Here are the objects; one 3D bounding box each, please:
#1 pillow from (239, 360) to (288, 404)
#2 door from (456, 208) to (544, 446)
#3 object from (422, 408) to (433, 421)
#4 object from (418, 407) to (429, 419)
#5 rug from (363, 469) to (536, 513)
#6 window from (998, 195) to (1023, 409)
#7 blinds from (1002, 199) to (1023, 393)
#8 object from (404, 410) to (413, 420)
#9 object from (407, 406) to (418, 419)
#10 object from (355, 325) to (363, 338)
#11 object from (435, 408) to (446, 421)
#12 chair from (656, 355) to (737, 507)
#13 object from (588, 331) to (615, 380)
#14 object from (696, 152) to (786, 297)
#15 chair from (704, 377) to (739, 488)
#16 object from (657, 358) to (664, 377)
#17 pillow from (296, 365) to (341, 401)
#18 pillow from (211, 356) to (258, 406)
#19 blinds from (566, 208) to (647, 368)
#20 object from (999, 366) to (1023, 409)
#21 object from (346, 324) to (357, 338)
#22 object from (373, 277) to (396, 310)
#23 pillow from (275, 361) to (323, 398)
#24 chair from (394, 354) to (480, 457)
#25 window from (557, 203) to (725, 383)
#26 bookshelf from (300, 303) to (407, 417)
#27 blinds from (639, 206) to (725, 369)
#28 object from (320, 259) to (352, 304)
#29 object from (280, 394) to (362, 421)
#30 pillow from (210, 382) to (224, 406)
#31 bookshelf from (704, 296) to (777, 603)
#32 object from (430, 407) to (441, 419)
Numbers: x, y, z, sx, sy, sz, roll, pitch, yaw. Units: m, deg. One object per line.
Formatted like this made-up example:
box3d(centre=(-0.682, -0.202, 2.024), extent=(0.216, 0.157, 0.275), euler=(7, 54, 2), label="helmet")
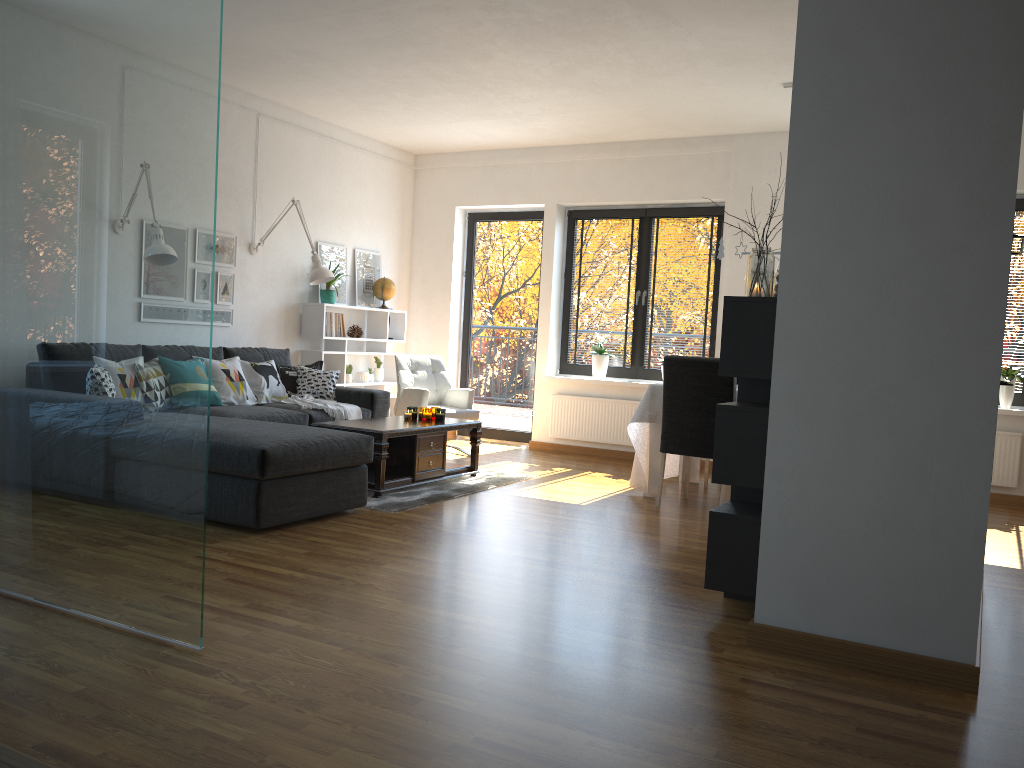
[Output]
box3d(centre=(-1.811, -0.015, 6.519), extent=(0.265, 0.318, 0.382), euler=(5, 3, 28), label="pillow")
box3d(centre=(-0.082, -0.561, 8.630), extent=(0.975, 2.277, 0.119), euler=(5, 4, 28), label="door")
box3d(centre=(-0.584, 0.209, 6.120), extent=(0.079, 0.081, 0.079), euler=(4, 3, 23), label="object")
box3d(centre=(-0.619, 0.203, 6.201), extent=(0.079, 0.081, 0.079), euler=(4, 3, 23), label="object")
box3d(centre=(-0.702, 0.661, 6.005), extent=(1.051, 0.034, 1.812), euler=(4, 3, 28), label="rug")
box3d(centre=(3.275, -0.640, 6.813), extent=(1.560, 1.589, 0.119), euler=(5, 4, 28), label="window")
box3d(centre=(3.598, -0.656, 6.595), extent=(0.710, 1.423, 0.049), euler=(5, 4, 28), label="blinds")
box3d(centre=(-0.715, 0.213, 6.106), extent=(0.059, 0.061, 0.060), euler=(5, 4, 33), label="object")
box3d(centre=(-0.694, 0.200, 6.180), extent=(0.079, 0.081, 0.079), euler=(4, 3, 23), label="object")
box3d(centre=(-1.389, -0.473, 8.005), extent=(0.096, 0.125, 0.101), euler=(6, 4, 43), label="object")
box3d(centre=(-0.499, 0.212, 6.166), extent=(0.079, 0.081, 0.079), euler=(4, 3, 23), label="object")
box3d(centre=(1.256, 0.309, 5.682), extent=(0.461, 0.961, 0.544), euler=(5, 4, 33), label="chair")
box3d(centre=(0.791, -0.259, 7.925), extent=(0.286, 0.444, 0.340), euler=(4, 3, 17), label="object")
box3d(centre=(0.908, -0.584, 3.385), extent=(0.426, 0.522, 0.298), euler=(5, 4, 25), label="object")
box3d(centre=(1.724, 0.294, 6.548), extent=(0.461, 0.961, 0.544), euler=(5, 4, 28), label="chair")
box3d(centre=(1.382, -0.112, 7.671), extent=(0.267, 0.237, 0.283), euler=(4, 3, 10), label="object")
box3d(centre=(-1.485, 0.018, 6.801), extent=(0.358, 0.313, 0.169), euler=(2, 4, -21), label="pillow")
box3d(centre=(-1.981, -0.005, 6.220), extent=(0.285, 0.369, 0.436), euler=(5, 3, 28), label="pillow")
box3d(centre=(0.844, -0.873, 8.076), extent=(0.710, 1.423, 0.049), euler=(5, 4, 28), label="blinds")
box3d(centre=(3.596, 0.024, 6.464), extent=(0.292, 0.316, 0.354), euler=(4, 3, 19), label="object")
box3d(centre=(-1.430, -0.474, 7.935), extent=(0.102, 0.127, 0.094), euler=(2, 3, -16), label="object")
box3d(centre=(-1.196, -0.849, 8.298), extent=(0.217, 0.305, 0.215), euler=(0, 5, -45), label="object")
box3d(centre=(-1.669, -0.009, 6.836), extent=(0.449, 0.358, 0.234), euler=(1, 4, -36), label="pillow")
box3d(centre=(-0.675, 0.181, 7.568), extent=(0.545, 0.833, 0.684), euler=(1, 4, -37), label="chair")
box3d(centre=(7.201, 1.233, 18.115), extent=(21.833, 18.387, 12.959), euler=(1, 4, -32), label="window")
box3d(centre=(-1.417, -0.091, 8.004), extent=(0.237, 1.201, 1.189), euler=(5, 4, 28), label="bookshelf")
box3d(centre=(1.479, -0.823, 7.735), extent=(0.710, 1.423, 0.049), euler=(5, 4, 28), label="blinds")
box3d(centre=(-1.570, -0.870, 7.611), extent=(0.387, 0.372, 0.424), euler=(4, 3, 15), label="object")
box3d(centre=(-1.447, 0.198, 6.417), extent=(0.605, 0.212, 0.488), euler=(4, 3, 24), label="object")
box3d(centre=(-2.144, -0.014, 5.909), extent=(0.272, 0.340, 0.414), euler=(5, 3, 28), label="pillow")
box3d(centre=(1.135, 0.273, 3.769), extent=(0.237, 1.201, 1.189), euler=(5, 4, 28), label="bookshelf")
box3d(centre=(-0.540, 0.205, 6.262), extent=(0.079, 0.081, 0.079), euler=(4, 3, 23), label="object")
